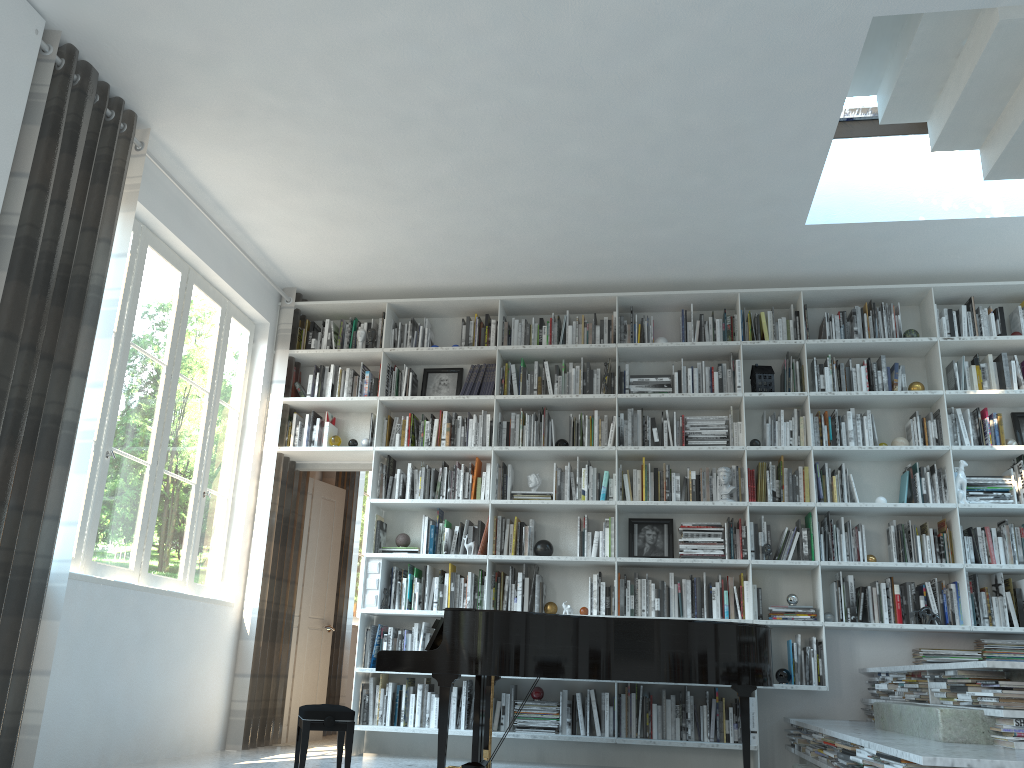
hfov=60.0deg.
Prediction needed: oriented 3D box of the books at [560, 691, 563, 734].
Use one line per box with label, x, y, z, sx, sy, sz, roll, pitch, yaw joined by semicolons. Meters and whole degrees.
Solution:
books;0.320;2.096;5.657;0.012;0.253;0.161;-1;-18;9

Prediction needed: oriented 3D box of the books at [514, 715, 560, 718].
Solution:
books;0.169;2.129;5.687;0.285;0.007;0.160;-1;-18;10

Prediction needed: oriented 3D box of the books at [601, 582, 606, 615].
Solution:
books;0.602;1.424;5.833;0.029;0.220;0.153;-1;-18;9

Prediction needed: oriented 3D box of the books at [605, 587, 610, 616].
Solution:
books;0.634;1.442;5.843;0.031;0.194;0.142;-1;-18;9

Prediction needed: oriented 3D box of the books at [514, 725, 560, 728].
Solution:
books;0.164;2.185;5.662;0.285;0.007;0.160;1;-18;5

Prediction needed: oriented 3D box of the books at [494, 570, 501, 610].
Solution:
books;-0.097;1.404;5.956;0.013;0.282;0.147;-1;-18;9

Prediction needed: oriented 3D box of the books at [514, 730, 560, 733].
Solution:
books;0.164;2.214;5.663;0.285;0.007;0.160;-1;-18;9

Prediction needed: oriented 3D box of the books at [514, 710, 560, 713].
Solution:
books;0.167;2.101;5.697;0.285;0.005;0.160;-1;-18;10

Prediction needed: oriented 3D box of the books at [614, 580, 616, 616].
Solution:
books;0.685;1.423;5.855;0.019;0.241;0.108;-1;-18;9

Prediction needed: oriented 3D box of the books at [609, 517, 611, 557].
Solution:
books;0.660;1.045;5.936;0.011;0.278;0.188;-1;-18;9

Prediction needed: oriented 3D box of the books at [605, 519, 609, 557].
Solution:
books;0.642;1.053;5.947;0.027;0.268;0.179;-1;-18;9

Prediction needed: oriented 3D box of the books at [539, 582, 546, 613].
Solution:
books;0.205;1.436;5.904;0.023;0.211;0.160;-1;-18;9

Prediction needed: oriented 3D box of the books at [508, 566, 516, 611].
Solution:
books;-0.001;1.387;5.941;0.014;0.312;0.166;-1;-18;9

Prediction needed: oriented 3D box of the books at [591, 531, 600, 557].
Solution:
books;0.564;1.092;5.946;0.057;0.188;0.156;-1;-18;9

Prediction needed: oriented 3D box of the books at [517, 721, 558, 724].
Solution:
books;0.166;2.159;5.671;0.254;0.007;0.161;1;-18;5

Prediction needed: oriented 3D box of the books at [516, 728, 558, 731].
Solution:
books;0.165;2.201;5.667;0.254;0.007;0.161;-1;-18;9

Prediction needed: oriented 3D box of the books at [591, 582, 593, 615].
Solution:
books;0.533;1.428;5.861;0.015;0.224;0.148;-1;-18;9

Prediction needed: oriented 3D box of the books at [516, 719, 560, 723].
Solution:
books;0.166;2.152;5.672;0.285;0.007;0.160;1;-18;5

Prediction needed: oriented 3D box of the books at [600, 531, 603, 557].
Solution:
books;0.604;1.093;5.944;0.024;0.187;0.173;-1;-18;9

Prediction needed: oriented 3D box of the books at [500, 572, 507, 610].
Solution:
books;-0.057;1.405;5.937;0.012;0.271;0.182;-1;-18;9

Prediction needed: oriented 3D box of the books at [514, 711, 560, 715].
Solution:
books;0.166;2.110;5.691;0.285;0.005;0.160;0;-18;7

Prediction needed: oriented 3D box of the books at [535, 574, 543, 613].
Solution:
books;0.179;1.408;5.901;0.027;0.260;0.164;-1;-18;9

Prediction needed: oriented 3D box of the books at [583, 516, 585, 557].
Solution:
books;0.493;1.048;5.985;0.011;0.290;0.156;-1;-18;9

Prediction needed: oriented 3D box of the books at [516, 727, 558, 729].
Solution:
books;0.164;2.194;5.667;0.254;0.007;0.161;-1;-18;10

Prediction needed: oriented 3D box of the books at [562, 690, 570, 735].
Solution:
books;0.344;2.095;5.669;0.031;0.264;0.145;-1;-18;9

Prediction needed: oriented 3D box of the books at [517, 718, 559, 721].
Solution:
books;0.168;2.148;5.681;0.254;0.007;0.161;-1;-18;10

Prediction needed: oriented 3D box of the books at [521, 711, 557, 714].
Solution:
books;0.167;2.106;5.695;0.254;0.005;0.161;0;-18;8

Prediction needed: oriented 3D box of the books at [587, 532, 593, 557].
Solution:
books;0.523;1.100;5.967;0.030;0.182;0.155;-1;-18;9

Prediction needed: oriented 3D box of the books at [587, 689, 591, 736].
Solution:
books;0.490;2.082;5.626;0.012;0.273;0.181;-1;-18;9

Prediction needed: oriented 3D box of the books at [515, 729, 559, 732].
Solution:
books;0.163;2.205;5.656;0.254;0.007;0.161;-2;-19;13

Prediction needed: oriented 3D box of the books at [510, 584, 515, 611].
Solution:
books;0.016;1.444;5.925;0.024;0.195;0.157;-1;-18;9

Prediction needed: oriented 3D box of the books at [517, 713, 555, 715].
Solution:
books;0.167;2.117;5.693;0.254;0.005;0.161;-1;-18;9

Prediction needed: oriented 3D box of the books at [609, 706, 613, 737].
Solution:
books;0.629;2.129;5.601;0.024;0.179;0.172;-1;-18;9

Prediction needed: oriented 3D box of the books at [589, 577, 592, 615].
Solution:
books;0.519;1.412;5.860;0.012;0.253;0.161;-1;-18;9

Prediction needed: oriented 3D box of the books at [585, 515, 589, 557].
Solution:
books;0.504;1.044;5.981;0.012;0.297;0.166;-1;-18;9

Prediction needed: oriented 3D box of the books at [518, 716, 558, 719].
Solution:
books;0.168;2.135;5.685;0.254;0.007;0.161;-1;-18;10

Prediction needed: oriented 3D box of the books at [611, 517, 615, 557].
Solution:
books;0.676;1.045;5.937;0.021;0.280;0.162;-1;-18;9

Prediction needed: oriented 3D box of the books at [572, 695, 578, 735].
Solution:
books;0.402;2.107;5.655;0.028;0.237;0.136;-1;-18;9

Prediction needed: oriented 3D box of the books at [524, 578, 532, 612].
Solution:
books;0.105;1.424;5.927;0.029;0.240;0.136;-1;-18;9

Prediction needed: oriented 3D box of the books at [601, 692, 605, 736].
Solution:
books;0.585;2.096;5.634;0.025;0.258;0.133;-1;-18;9

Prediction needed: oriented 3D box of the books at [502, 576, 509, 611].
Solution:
books;-0.030;1.418;5.937;0.042;0.247;0.163;-1;-18;9

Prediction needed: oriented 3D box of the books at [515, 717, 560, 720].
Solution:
books;0.167;2.139;5.674;0.285;0.007;0.160;1;-18;4

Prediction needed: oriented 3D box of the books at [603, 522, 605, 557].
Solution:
books;0.621;1.063;5.940;0.012;0.243;0.171;-1;-18;9

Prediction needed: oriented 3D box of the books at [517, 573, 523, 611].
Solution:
books;0.063;1.406;5.922;0.027;0.268;0.186;-1;-18;9

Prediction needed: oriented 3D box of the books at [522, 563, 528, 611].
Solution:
books;0.088;1.381;5.953;0.013;0.337;0.138;-1;-18;9

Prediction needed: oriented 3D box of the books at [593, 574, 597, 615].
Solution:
books;0.552;1.401;5.847;0.027;0.268;0.159;-1;-18;9

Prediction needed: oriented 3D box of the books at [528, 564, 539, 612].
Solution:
books;0.143;1.377;5.919;0.050;0.327;0.167;-1;-18;9

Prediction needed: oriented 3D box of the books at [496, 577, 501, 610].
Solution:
books;-0.077;1.423;5.943;0.030;0.238;0.157;-1;-18;9

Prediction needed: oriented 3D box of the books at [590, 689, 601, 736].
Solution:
books;0.535;2.085;5.632;0.073;0.275;0.181;-1;-18;9

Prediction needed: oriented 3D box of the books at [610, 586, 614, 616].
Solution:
books;0.659;1.434;5.827;0.024;0.200;0.159;-1;-18;9

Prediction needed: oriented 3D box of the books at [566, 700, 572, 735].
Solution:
books;0.371;2.121;5.643;0.029;0.201;0.178;-1;-18;9

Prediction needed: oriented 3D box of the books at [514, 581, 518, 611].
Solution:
books;0.038;1.433;5.920;0.021;0.214;0.172;-1;-18;9

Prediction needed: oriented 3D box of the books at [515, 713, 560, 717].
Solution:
books;0.169;2.123;5.692;0.285;0.007;0.160;-1;-18;9

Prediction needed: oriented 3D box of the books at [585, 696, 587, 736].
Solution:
books;0.479;2.105;5.629;0.011;0.231;0.174;-1;-18;9

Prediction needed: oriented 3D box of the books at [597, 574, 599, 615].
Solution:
books;0.573;1.401;5.858;0.010;0.276;0.156;-1;-18;9

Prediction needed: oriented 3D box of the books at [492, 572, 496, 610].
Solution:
books;-0.109;1.410;5.966;0.013;0.274;0.147;-1;-18;9

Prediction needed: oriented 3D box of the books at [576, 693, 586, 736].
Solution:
books;0.443;2.096;5.640;0.062;0.252;0.178;-1;-18;9

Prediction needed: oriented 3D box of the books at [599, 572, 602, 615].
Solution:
books;0.584;1.393;5.855;0.014;0.290;0.132;-1;-18;9

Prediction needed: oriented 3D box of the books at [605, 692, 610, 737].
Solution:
books;0.605;2.086;5.601;0.024;0.259;0.190;-1;-18;9
